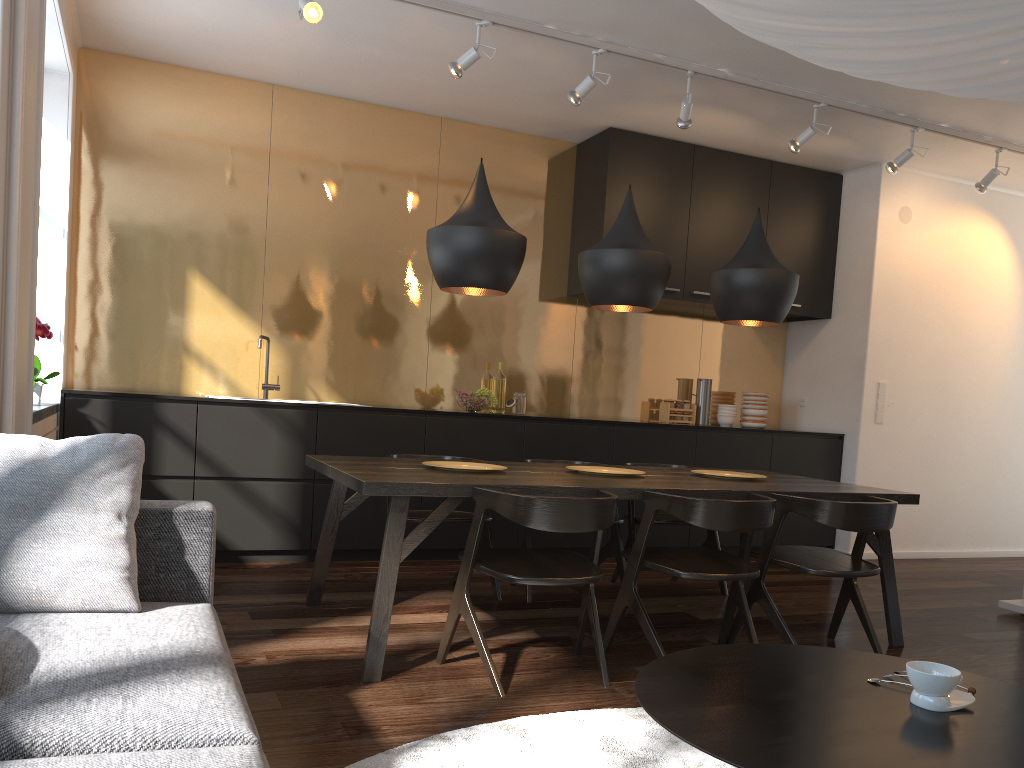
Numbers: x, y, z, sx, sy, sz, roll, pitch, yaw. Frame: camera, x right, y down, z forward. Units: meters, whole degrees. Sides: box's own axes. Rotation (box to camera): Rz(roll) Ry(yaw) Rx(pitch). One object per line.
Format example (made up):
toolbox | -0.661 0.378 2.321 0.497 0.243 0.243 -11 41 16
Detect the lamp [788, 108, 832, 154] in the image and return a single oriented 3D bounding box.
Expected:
lamp | 1.712 -1.452 5.064 0.250 0.240 0.085 4 3 38

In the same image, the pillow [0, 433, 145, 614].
pillow | -1.120 0.316 2.046 0.495 0.416 0.285 3 2 -24

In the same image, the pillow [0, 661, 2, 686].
pillow | -1.118 0.346 1.479 0.445 0.322 0.490 3 0 -41

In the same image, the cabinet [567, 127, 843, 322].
cabinet | 1.413 -1.075 6.342 1.958 1.054 0.529 4 2 -23

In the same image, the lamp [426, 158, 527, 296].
lamp | -0.141 -0.649 3.614 0.410 0.543 0.410 4 2 10

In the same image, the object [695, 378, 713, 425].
object | 1.436 0.133 6.589 0.164 0.341 0.114 3 3 -20

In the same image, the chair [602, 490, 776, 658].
chair | 0.718 0.755 3.442 0.594 0.673 0.517 3 2 -22

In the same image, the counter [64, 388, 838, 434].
counter | -0.060 0.192 5.722 5.067 0.002 0.730 4 -1 -23

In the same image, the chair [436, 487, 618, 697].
chair | 0.094 0.710 3.168 0.594 0.673 0.517 3 2 -25

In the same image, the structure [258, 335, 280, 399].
structure | -1.437 -0.088 5.238 0.109 0.386 0.265 3 2 -7

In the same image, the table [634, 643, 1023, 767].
table | 0.627 0.813 1.571 0.848 0.474 0.844 4 0 -21

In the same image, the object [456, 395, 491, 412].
object | -0.245 0.127 5.512 0.218 0.097 0.219 4 0 24

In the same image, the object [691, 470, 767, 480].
object | 1.030 0.435 4.208 0.356 0.017 0.355 4 -1 -20

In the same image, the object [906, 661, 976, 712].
object | 0.786 0.552 1.612 0.139 0.069 0.091 4 0 -11

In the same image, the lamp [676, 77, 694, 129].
lamp | 1.026 -0.681 5.548 0.089 1.853 1.832 4 1 11

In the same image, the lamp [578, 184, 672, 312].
lamp | 0.501 -0.603 3.889 0.409 0.543 0.411 5 2 43

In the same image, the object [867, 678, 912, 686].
object | 0.751 0.581 1.705 0.124 0.010 0.026 3 -1 33

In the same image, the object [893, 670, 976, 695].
object | 0.834 0.585 1.752 0.015 0.015 0.167 3 0 -36

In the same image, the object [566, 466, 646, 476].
object | 0.417 0.390 3.944 0.356 0.017 0.354 5 -1 -42

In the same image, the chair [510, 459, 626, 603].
chair | 0.280 0.748 4.595 0.594 0.673 0.517 3 2 -25

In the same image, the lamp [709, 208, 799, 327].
lamp | 1.142 -0.556 4.164 0.410 0.543 0.411 4 2 24

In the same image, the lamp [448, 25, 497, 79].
lamp | -0.182 -1.590 4.240 0.251 0.239 0.085 4 3 17

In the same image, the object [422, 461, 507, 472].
object | -0.197 0.346 3.681 0.356 0.017 0.355 4 -1 -20

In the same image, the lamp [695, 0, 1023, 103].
lamp | 0.786 -0.507 0.817 1.467 0.210 1.470 3 -1 13

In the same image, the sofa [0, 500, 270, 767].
sofa | -0.271 0.648 1.060 2.042 0.673 3.058 4 -1 -23

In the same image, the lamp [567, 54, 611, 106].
lamp | 0.402 -1.547 4.500 0.250 0.240 0.085 4 3 33

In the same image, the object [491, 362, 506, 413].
object | -0.085 0.023 5.947 0.091 0.340 0.092 6 4 34

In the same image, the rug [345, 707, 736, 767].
rug | 0.752 1.051 1.503 2.842 0.012 2.828 5 -1 -43

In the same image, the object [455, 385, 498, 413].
object | -0.226 0.089 5.502 0.240 0.173 0.177 3 1 -38

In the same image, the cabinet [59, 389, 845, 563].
cabinet | -0.088 0.641 5.748 5.070 0.903 0.730 4 1 -23

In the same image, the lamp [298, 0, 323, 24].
lamp | -0.884 -1.643 3.784 0.085 0.240 0.250 2 2 -36

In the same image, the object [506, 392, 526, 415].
object | 0.034 0.123 5.832 0.087 0.152 0.177 6 2 44

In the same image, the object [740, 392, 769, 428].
object | 1.828 0.198 6.676 0.197 0.265 0.198 5 2 41

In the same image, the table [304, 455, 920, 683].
table | 0.424 0.740 3.936 2.504 0.681 1.103 4 0 -23

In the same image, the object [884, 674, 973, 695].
object | 0.807 0.582 1.720 0.163 0.016 0.025 3 0 42

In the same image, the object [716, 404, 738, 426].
object | 1.605 0.234 6.608 0.157 0.160 0.154 4 1 5

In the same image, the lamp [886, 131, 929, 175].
lamp | 2.403 -1.403 5.362 0.250 0.240 0.085 5 3 43

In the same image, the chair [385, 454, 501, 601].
chair | -0.384 0.701 4.341 0.594 0.673 0.517 3 2 -27

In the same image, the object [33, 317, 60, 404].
object | -2.233 -0.120 4.177 0.404 0.438 0.230 5 2 43

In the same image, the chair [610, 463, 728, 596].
chair | 0.839 0.788 4.835 0.594 0.673 0.517 3 2 -24

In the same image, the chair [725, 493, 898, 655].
chair | 1.281 0.796 3.684 0.594 0.673 0.517 3 2 -25
